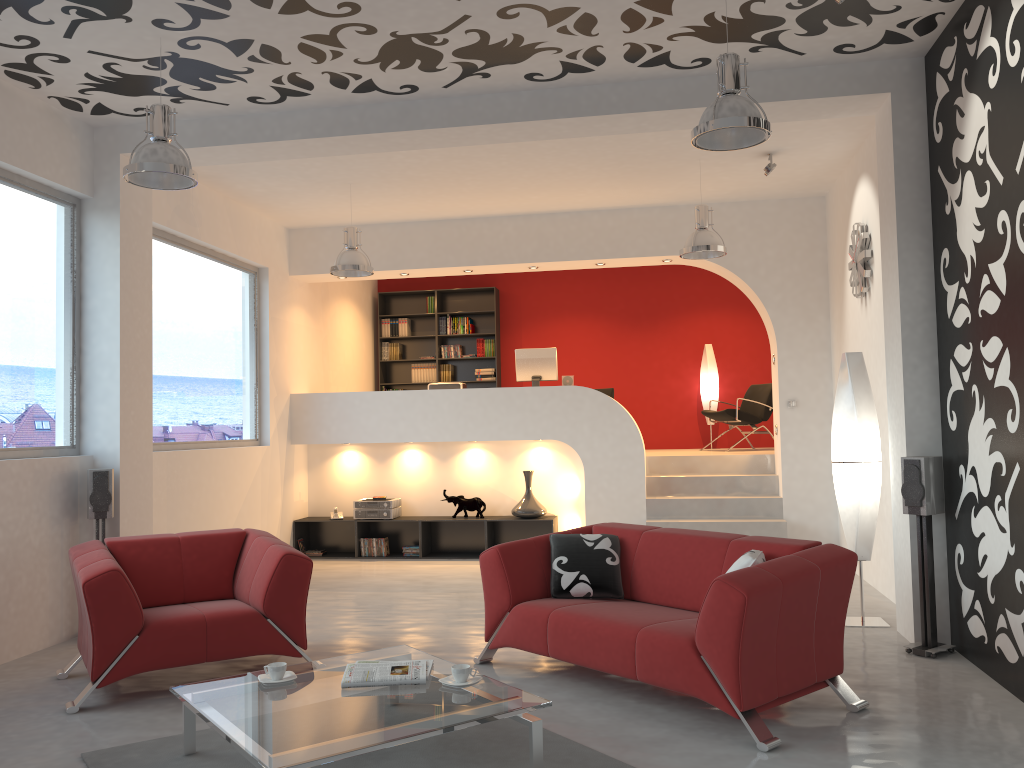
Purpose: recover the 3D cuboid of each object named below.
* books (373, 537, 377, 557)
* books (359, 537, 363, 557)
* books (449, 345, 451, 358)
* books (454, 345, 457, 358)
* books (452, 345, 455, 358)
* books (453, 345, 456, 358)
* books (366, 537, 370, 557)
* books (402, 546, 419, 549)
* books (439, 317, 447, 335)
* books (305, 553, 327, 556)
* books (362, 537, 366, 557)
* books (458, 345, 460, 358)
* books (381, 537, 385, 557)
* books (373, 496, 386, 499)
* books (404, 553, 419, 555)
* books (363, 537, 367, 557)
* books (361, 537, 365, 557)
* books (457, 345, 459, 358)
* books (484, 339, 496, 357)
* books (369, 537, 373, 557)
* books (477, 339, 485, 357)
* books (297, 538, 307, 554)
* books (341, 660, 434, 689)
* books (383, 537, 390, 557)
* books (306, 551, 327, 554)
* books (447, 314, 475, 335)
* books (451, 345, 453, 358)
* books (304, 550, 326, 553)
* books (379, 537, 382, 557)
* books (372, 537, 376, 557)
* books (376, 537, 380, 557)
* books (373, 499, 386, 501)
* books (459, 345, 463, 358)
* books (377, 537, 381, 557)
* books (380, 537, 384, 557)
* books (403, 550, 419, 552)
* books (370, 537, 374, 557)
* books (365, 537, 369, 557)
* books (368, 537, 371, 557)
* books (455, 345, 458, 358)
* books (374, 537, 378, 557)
[{"bbox_3d":[-1.426,1.713,9.342,0.031,0.190,0.135,-2,-3,10],"label":"books"},{"bbox_3d":[-1.574,1.718,9.367,0.031,0.190,0.135,-2,-3,10],"label":"books"},{"bbox_3d":[-0.829,-0.433,12.110,0.031,0.190,0.135,-2,-3,10],"label":"books"},{"bbox_3d":[-0.755,-0.435,12.098,0.031,0.190,0.135,-2,-3,10],"label":"books"},{"bbox_3d":[-0.785,-0.434,12.103,0.031,0.190,0.135,-2,-3,10],"label":"books"},{"bbox_3d":[-0.770,-0.435,12.100,0.031,0.190,0.135,-2,-3,10],"label":"books"},{"bbox_3d":[-1.500,1.715,9.355,0.031,0.190,0.135,-2,-3,10],"label":"books"},{"bbox_3d":[-1.047,1.717,9.329,0.190,0.015,0.135,-1,-3,5],"label":"books"},{"bbox_3d":[-0.926,-0.780,12.135,0.090,0.256,0.181,-2,-3,10],"label":"books"},{"bbox_3d":[-2.100,1.823,9.503,0.190,0.015,0.135,-2,-3,10],"label":"books"},{"bbox_3d":[-1.544,1.717,9.362,0.031,0.190,0.135,-2,-3,10],"label":"books"},{"bbox_3d":[-0.711,-0.436,12.090,0.031,0.190,0.135,-2,-3,10],"label":"books"},{"bbox_3d":[-1.337,1.711,9.327,0.031,0.190,0.135,-2,-3,10],"label":"books"},{"bbox_3d":[-1.407,1.208,9.417,0.135,0.015,0.190,-1,-3,-5],"label":"books"},{"bbox_3d":[-1.028,1.776,9.323,0.190,0.015,0.135,-2,-3,10],"label":"books"},{"bbox_3d":[-1.530,1.716,9.360,0.031,0.190,0.135,-2,-3,10],"label":"books"},{"bbox_3d":[-1.559,1.717,9.365,0.031,0.190,0.135,-2,-3,10],"label":"books"},{"bbox_3d":[-0.726,-0.436,12.093,0.031,0.190,0.135,-2,-3,10],"label":"books"},{"bbox_3d":[-0.295,-0.474,12.013,0.146,0.240,0.170,-2,-3,10],"label":"books"},{"bbox_3d":[-1.470,1.715,9.350,0.031,0.190,0.135,-2,-3,10],"label":"books"},{"bbox_3d":[-0.414,-0.479,12.034,0.090,0.256,0.181,-2,-3,10],"label":"books"},{"bbox_3d":[-2.241,1.743,9.479,0.063,0.187,0.135,-2,-3,10],"label":"books"},{"bbox_3d":[-0.527,1.215,3.731,0.367,0.035,0.345,-1,-3,0],"label":"books"},{"bbox_3d":[-1.322,1.710,9.325,0.031,0.190,0.135,-2,-3,10],"label":"books"},{"bbox_3d":[-2.095,1.808,9.503,0.190,0.015,0.135,-2,-3,10],"label":"books"},{"bbox_3d":[-0.697,-0.803,12.073,0.341,0.286,0.231,-2,-3,10],"label":"books"},{"bbox_3d":[-0.799,-0.434,12.105,0.031,0.190,0.135,-2,-3,10],"label":"books"},{"bbox_3d":[-2.111,1.794,9.506,0.190,0.015,0.135,-2,-3,10],"label":"books"},{"bbox_3d":[-1.367,1.711,9.332,0.031,0.190,0.135,-2,-3,10],"label":"books"},{"bbox_3d":[-1.441,1.714,9.345,0.031,0.190,0.135,-2,-3,10],"label":"books"},{"bbox_3d":[-1.396,1.712,9.337,0.031,0.190,0.135,-2,-3,10],"label":"books"},{"bbox_3d":[-1.405,1.223,9.407,0.135,0.015,0.190,-1,-3,-10],"label":"books"},{"bbox_3d":[-0.696,-0.437,12.088,0.031,0.190,0.135,-2,-3,10],"label":"books"},{"bbox_3d":[-1.382,1.712,9.335,0.031,0.190,0.135,-2,-3,10],"label":"books"},{"bbox_3d":[-1.352,1.711,9.330,0.031,0.190,0.135,-2,-3,10],"label":"books"},{"bbox_3d":[-1.033,1.746,9.325,0.190,0.015,0.135,-2,-3,10],"label":"books"},{"bbox_3d":[-1.456,1.714,9.347,0.031,0.190,0.135,-2,-3,10],"label":"books"},{"bbox_3d":[-1.515,1.716,9.357,0.031,0.190,0.135,-2,-3,10],"label":"books"},{"bbox_3d":[-1.485,1.715,9.352,0.031,0.190,0.135,-2,-3,10],"label":"books"},{"bbox_3d":[-0.740,-0.435,12.095,0.031,0.190,0.135,-2,-3,10],"label":"books"},{"bbox_3d":[-1.411,1.713,9.340,0.031,0.190,0.135,-2,-3,10],"label":"books"}]
